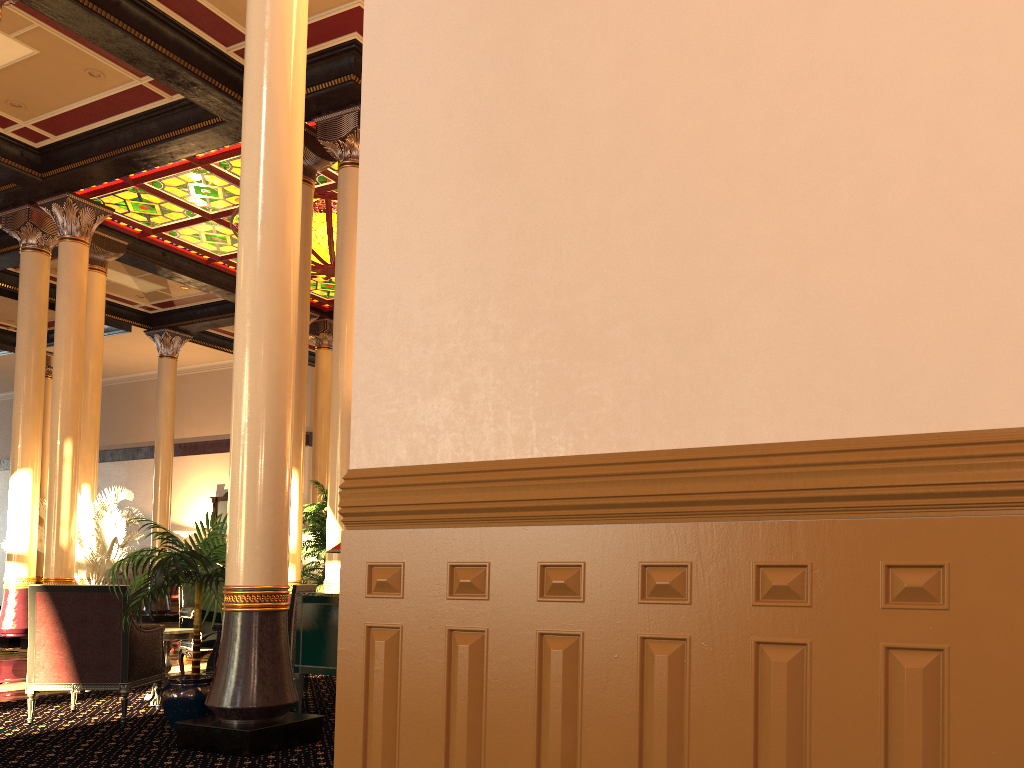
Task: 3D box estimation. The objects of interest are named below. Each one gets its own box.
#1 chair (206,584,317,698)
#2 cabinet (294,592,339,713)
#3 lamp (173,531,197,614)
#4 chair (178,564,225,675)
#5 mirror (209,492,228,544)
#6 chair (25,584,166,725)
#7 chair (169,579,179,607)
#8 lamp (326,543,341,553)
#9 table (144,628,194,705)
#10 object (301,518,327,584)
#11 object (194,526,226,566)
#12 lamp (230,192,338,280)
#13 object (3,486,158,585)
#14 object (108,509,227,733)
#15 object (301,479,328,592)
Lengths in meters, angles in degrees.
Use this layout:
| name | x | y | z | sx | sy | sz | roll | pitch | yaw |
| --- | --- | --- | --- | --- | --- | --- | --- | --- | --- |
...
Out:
| name | x | y | z | sx | sy | sz | roll | pitch | yaw |
| --- | --- | --- | --- | --- | --- | --- | --- | --- | --- |
| chair | -1.912 | 1.998 | 6.681 | 0.645 | 0.912 | 0.691 | 1 | -6 | -1 |
| cabinet | -0.984 | 2.000 | 6.545 | 0.533 | 0.857 | 1.315 | -2 | -10 | 29 |
| lamp | -7.984 | 4.586 | 21.126 | 0.590 | 1.997 | 0.575 | 1 | -3 | -11 |
| chair | -2.603 | 2.137 | 7.743 | 0.719 | 1.090 | 0.773 | -5 | -8 | 43 |
| mirror | -6.909 | 3.274 | 21.394 | 1.344 | 1.542 | 0.207 | -3 | -4 | 27 |
| chair | -2.826 | 1.835 | 5.963 | 0.685 | 0.913 | 0.651 | 1 | -6 | -1 |
| chair | -7.850 | 4.955 | 20.314 | 0.715 | 0.913 | 0.623 | 6 | -8 | -41 |
| lamp | -1.108 | 1.290 | 6.255 | 0.310 | 0.416 | 0.332 | -2 | -7 | 25 |
| table | -2.697 | 2.195 | 6.769 | 0.494 | 0.552 | 0.474 | 3 | -7 | -21 |
| object | -3.238 | 3.348 | 15.960 | 1.766 | 2.255 | 2.166 | -3 | -8 | 32 |
| object | -7.089 | 4.419 | 20.659 | 1.098 | 2.135 | 1.028 | 2 | -4 | -13 |
| lamp | -2.685 | -1.989 | 13.207 | 2.909 | 0.596 | 3.138 | -6 | -13 | 26 |
| object | -5.704 | 2.550 | 12.363 | 2.010 | 2.240 | 1.876 | -2 | -7 | 17 |
| object | -1.992 | 1.480 | 5.502 | 1.029 | 1.425 | 1.103 | 4 | -7 | -32 |
| object | -2.101 | 2.157 | 10.236 | 1.098 | 2.135 | 1.028 | 2 | -4 | -13 |
